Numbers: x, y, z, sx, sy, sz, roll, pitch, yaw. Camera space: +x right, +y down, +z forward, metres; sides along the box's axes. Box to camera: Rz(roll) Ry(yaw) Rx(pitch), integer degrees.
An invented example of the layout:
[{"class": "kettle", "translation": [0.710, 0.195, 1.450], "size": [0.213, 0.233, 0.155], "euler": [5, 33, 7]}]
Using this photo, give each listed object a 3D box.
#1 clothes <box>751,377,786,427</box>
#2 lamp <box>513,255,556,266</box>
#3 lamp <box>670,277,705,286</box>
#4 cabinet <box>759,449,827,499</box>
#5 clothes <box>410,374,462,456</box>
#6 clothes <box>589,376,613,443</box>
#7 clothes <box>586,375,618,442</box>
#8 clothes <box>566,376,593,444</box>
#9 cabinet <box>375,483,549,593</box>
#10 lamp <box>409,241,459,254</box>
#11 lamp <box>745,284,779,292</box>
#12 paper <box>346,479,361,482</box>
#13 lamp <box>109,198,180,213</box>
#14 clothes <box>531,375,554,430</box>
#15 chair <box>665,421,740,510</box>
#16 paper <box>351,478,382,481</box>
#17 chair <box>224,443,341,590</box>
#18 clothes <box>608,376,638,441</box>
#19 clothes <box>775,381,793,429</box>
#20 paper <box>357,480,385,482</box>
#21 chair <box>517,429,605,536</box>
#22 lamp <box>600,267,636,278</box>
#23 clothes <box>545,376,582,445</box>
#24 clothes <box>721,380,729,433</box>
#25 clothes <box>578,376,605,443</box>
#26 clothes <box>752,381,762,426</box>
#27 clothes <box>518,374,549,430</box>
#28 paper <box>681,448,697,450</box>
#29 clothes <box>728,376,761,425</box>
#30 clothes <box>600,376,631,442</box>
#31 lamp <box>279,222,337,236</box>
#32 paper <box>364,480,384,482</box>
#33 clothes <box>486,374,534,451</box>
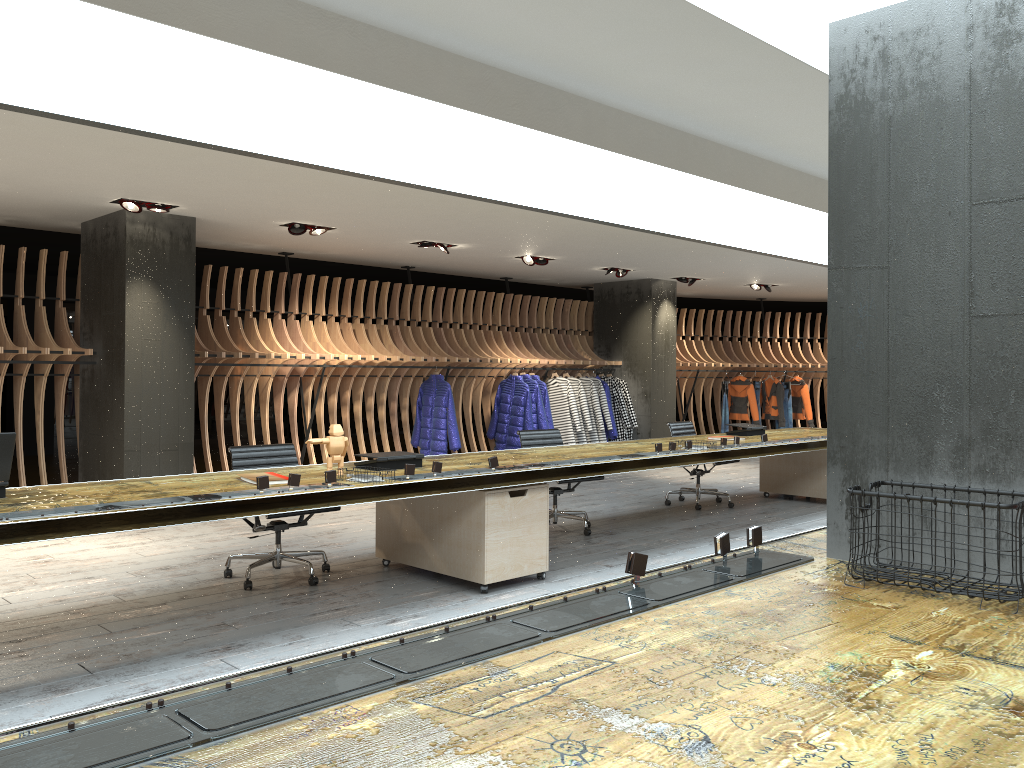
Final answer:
[{"class": "clothes", "translation": [4.470, 0.302, 15.375], "size": [0.201, 0.881, 0.839], "euler": [1, 0, -24]}, {"class": "lamp", "translation": [0.282, -1.588, 10.914], "size": [0.492, 0.286, 0.269], "euler": [0, 0, -44]}, {"class": "lamp", "translation": [2.596, -1.594, 13.105], "size": [0.492, 0.292, 0.269], "euler": [0, 0, -38]}, {"class": "cabinet", "translation": [3.359, 0.948, 9.674], "size": [0.593, 0.630, 1.131], "euler": [0, 0, -44]}, {"class": "clothes", "translation": [-0.988, 0.496, 11.033], "size": [0.885, 1.239, 0.245], "euler": [0, 0, 42]}, {"class": "clothes", "translation": [1.183, 0.420, 12.946], "size": [0.752, 1.062, 0.128], "euler": [0, 0, 44]}, {"class": "clothes", "translation": [1.239, 0.487, 13.182], "size": [0.885, 1.239, 0.245], "euler": [0, 0, 42]}, {"class": "clothes", "translation": [0.869, 0.421, 12.637], "size": [0.752, 1.062, 0.128], "euler": [0, 0, 44]}, {"class": "cabinet", "translation": [-0.353, 0.964, 6.023], "size": [0.593, 0.630, 1.131], "euler": [0, 0, -44]}, {"class": "lamp", "translation": [-0.856, -1.579, 9.796], "size": [0.492, 0.294, 0.269], "euler": [0, 0, -44]}, {"class": "lamp", "translation": [3.928, -1.592, 13.965], "size": [0.492, 0.296, 0.269], "euler": [0, 0, -25]}, {"class": "paper", "translation": [-0.821, 0.536, 4.940], "size": [0.176, 0.003, 0.130], "euler": [1, 1, 44]}, {"class": "lamp", "translation": [-3.131, -1.569, 7.561], "size": [0.492, 0.296, 0.269], "euler": [0, 0, -44]}, {"class": "clothes", "translation": [0.233, 0.491, 12.233], "size": [0.885, 1.239, 0.245], "euler": [0, 0, 42]}, {"class": "chair", "translation": [1.974, 0.830, 9.193], "size": [0.667, 0.859, 0.693], "euler": [0, 0, 32]}, {"class": "paper", "translation": [-0.808, 0.532, 4.934], "size": [0.130, 0.004, 0.176], "euler": [0, 1, -38]}, {"class": "chair", "translation": [-1.505, 0.844, 5.806], "size": [0.667, 0.859, 0.693], "euler": [0, 0, 37]}, {"class": "clothes", "translation": [1.582, 0.474, 13.327], "size": [0.191, 1.186, 0.799], "euler": [1, 0, -44]}, {"class": "clothes", "translation": [4.755, 0.653, 15.490], "size": [0.309, 1.422, 0.200], "euler": [0, 0, 18]}, {"class": "paper", "translation": [-0.808, 0.533, 4.934], "size": [0.130, 0.004, 0.176], "euler": [0, 1, -38]}, {"class": "chair", "translation": [0.404, 0.837, 7.637], "size": [0.667, 0.859, 0.693], "euler": [0, 0, 42]}, {"class": "lamp", "translation": [1.419, -1.590, 12.032], "size": [0.492, 0.292, 0.269], "euler": [0, 0, -44]}, {"class": "clothes", "translation": [0.701, 0.422, 12.472], "size": [0.752, 1.062, 0.128], "euler": [0, 0, 44]}, {"class": "clothes", "translation": [3.643, 0.650, 15.069], "size": [0.200, 1.422, 0.309], "euler": [0, 0, 23]}, {"class": "clothes", "translation": [1.056, 0.421, 12.821], "size": [0.752, 1.062, 0.128], "euler": [0, 0, 44]}, {"class": "clothes", "translation": [4.193, 0.651, 15.296], "size": [0.200, 1.422, 0.309], "euler": [0, 0, 38]}, {"class": "clothes", "translation": [0.161, 0.491, 12.052], "size": [0.883, 1.246, 0.249], "euler": [0, 0, 42]}, {"class": "paper", "translation": [1.477, 0.526, 7.195], "size": [0.176, 0.003, 0.130], "euler": [1, 1, 44]}, {"class": "clothes", "translation": [3.924, 0.298, 15.231], "size": [0.201, 0.881, 0.839], "euler": [1, 0, -29]}, {"class": "clothes", "translation": [1.454, 0.475, 13.189], "size": [0.192, 1.187, 0.807], "euler": [1, 0, -44]}, {"class": "lamp", "translation": [-1.994, -1.575, 8.679], "size": [0.492, 0.292, 0.269], "euler": [0, 0, -44]}, {"class": "paper", "translation": [-0.808, 0.532, 4.934], "size": [0.130, 0.004, 0.176], "euler": [0, 1, -40]}, {"class": "clothes", "translation": [-0.050, 0.498, 12.065], "size": [0.880, 1.260, 0.242], "euler": [0, 0, 42]}]
